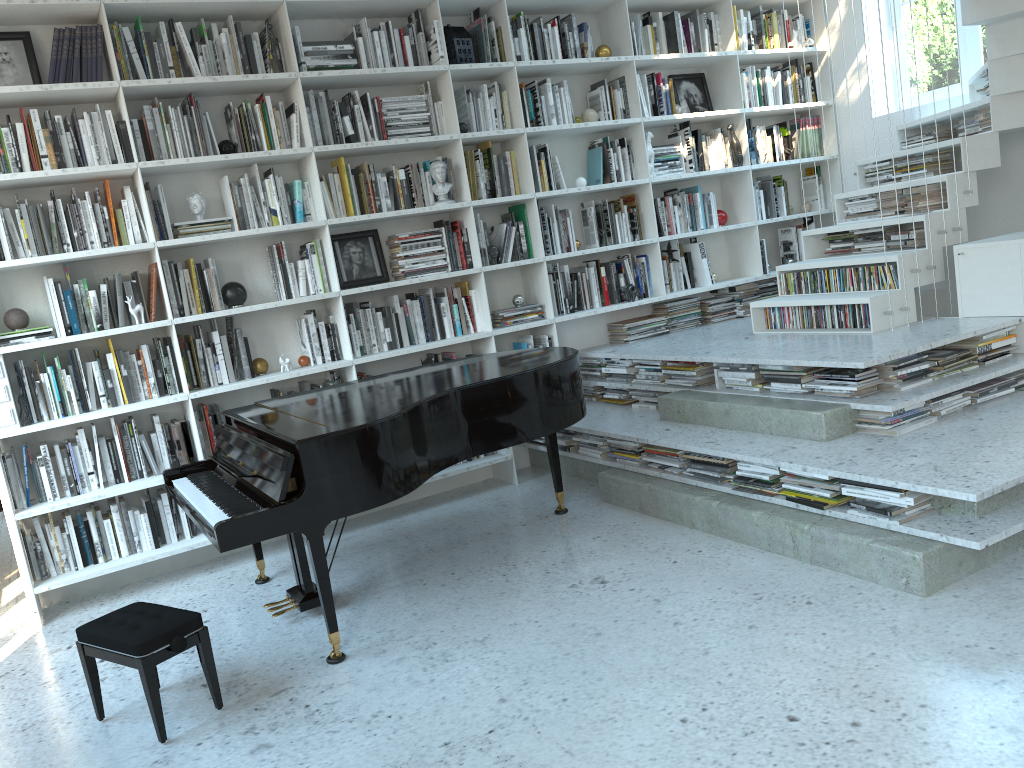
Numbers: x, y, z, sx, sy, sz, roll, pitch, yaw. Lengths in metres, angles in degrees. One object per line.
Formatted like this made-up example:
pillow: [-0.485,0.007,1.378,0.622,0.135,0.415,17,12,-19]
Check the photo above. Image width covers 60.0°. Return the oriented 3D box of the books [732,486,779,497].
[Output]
books: [1.080,0.436,3.752,0.192,0.005,0.224,-14,10,-31]

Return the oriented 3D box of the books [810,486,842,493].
books: [1.230,0.383,3.487,0.149,0.004,0.290,-13,9,-23]

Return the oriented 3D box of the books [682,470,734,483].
books: [0.933,0.400,4.018,0.189,0.009,0.290,-13,9,-24]

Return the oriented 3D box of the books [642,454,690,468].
books: [0.788,0.356,4.289,0.181,0.013,0.287,-13,9,-26]

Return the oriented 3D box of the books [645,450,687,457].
books: [0.782,0.313,4.283,0.165,0.014,0.235,-14,10,-32]

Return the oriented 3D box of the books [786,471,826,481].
books: [1.211,0.338,3.473,0.178,0.010,0.195,-13,9,-22]

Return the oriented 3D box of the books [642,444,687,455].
books: [0.777,0.301,4.279,0.179,0.012,0.249,-14,9,-30]

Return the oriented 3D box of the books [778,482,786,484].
books: [1.097,0.381,3.757,0.145,0.010,0.266,-14,9,-28]

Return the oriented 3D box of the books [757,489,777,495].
books: [1.096,0.425,3.760,0.147,0.008,0.236,-13,9,-22]

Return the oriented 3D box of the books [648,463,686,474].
books: [0.796,0.393,4.296,0.160,0.008,0.254,-13,9,-22]

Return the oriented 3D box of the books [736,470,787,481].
books: [1.077,0.365,3.745,0.180,0.017,0.182,-14,9,-30]

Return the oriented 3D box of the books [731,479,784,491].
books: [1.085,0.405,3.753,0.180,0.008,0.267,-14,9,-28]

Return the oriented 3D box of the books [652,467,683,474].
books: [0.811,0.398,4.304,0.147,0.008,0.236,-14,9,-28]

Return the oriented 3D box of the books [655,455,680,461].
books: [0.805,0.339,4.297,0.140,0.013,0.180,-13,9,-26]

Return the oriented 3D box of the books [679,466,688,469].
books: [0.814,0.375,4.304,0.132,0.009,0.269,-13,9,-26]

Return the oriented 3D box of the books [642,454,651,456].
books: [0.661,0.337,4.572,0.123,0.008,0.294,-13,9,-24]

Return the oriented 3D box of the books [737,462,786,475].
books: [1.086,0.340,3.749,0.141,0.028,0.222,-14,10,-32]

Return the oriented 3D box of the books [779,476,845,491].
books: [1.218,0.371,3.479,0.168,0.013,0.281,-14,10,-32]

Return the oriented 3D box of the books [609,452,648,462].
books: [0.649,0.362,4.567,0.159,0.012,0.292,-14,9,-30]

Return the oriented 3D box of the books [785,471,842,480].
books: [1.231,0.342,3.484,0.132,0.008,0.284,-14,10,-31]

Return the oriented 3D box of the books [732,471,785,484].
books: [1.081,0.376,3.748,0.171,0.007,0.260,-13,9,-24]

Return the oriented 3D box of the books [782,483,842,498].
books: [1.220,0.395,3.482,0.191,0.015,0.246,-13,9,-26]

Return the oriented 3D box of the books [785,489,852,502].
books: [1.235,0.416,3.492,0.170,0.006,0.268,-14,9,-27]

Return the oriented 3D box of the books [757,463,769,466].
books: [1.079,0.308,3.742,0.156,0.014,0.215,-13,9,-25]

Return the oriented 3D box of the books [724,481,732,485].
books: [0.953,0.412,4.030,0.142,0.012,0.291,-13,9,-23]

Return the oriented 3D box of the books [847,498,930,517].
books: [1.364,0.428,3.216,0.187,0.017,0.205,-13,9,-22]

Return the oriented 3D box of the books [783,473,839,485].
books: [1.222,0.352,3.480,0.175,0.006,0.251,-14,9,-27]

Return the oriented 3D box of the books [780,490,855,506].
books: [1.223,0.425,3.486,0.191,0.006,0.275,-13,9,-25]

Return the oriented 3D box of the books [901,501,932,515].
books: [1.398,0.436,3.235,0.132,0.014,0.205,-14,9,-27]

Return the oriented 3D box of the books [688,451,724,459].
books: [0.934,0.299,4.012,0.160,0.008,0.239,-13,9,-26]

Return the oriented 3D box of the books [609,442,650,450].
books: [0.628,0.299,4.551,0.182,0.016,0.198,-13,9,-22]

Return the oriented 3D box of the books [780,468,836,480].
books: [1.209,0.326,3.471,0.182,0.016,0.256,-13,9,-24]

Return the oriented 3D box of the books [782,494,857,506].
books: [1.229,0.431,3.490,0.178,0.009,0.276,-14,9,-29]

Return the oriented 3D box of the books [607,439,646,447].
books: [0.632,0.282,4.553,0.171,0.015,0.252,-14,9,-30]

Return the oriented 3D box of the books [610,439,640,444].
books: [0.633,0.269,4.552,0.174,0.011,0.227,-14,9,-28]

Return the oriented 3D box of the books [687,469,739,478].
books: [0.947,0.388,4.025,0.147,0.008,0.290,-14,10,-31]

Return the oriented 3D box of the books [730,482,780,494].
books: [1.092,0.420,3.757,0.171,0.005,0.297,-14,9,-28]

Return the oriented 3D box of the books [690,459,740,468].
books: [0.943,0.339,4.019,0.142,0.017,0.239,-14,10,-31]

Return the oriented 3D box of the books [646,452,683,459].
books: [0.790,0.322,4.288,0.169,0.009,0.241,-14,9,-27]

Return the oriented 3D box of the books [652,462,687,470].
books: [0.814,0.382,4.305,0.128,0.005,0.295,-13,9,-25]

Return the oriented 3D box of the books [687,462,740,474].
books: [0.937,0.362,4.017,0.160,0.025,0.244,-14,10,-32]

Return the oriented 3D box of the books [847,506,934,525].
books: [1.374,0.458,3.223,0.184,0.017,0.230,-13,9,-25]

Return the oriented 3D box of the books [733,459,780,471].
books: [1.081,0.321,3.745,0.139,0.013,0.288,-13,9,-22]

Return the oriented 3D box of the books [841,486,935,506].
books: [1.368,0.386,3.215,0.156,0.027,0.287,-14,10,-32]

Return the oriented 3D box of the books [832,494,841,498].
books: [1.240,0.405,3.494,0.154,0.014,0.196,-14,9,-27]

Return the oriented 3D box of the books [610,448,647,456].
books: [0.644,0.331,4.562,0.159,0.011,0.246,-14,10,-31]

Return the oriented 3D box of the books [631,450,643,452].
books: [0.653,0.316,4.566,0.140,0.013,0.180,-13,9,-24]

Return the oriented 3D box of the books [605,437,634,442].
books: [0.618,0.264,4.544,0.192,0.005,0.224,-14,10,-31]

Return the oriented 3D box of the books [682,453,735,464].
books: [0.928,0.318,4.010,0.170,0.014,0.280,-14,9,-30]

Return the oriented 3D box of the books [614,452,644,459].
books: [0.652,0.349,4.568,0.164,0.012,0.205,-14,9,-27]

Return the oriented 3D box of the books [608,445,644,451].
books: [0.636,0.310,4.556,0.169,0.009,0.241,-14,10,-31]

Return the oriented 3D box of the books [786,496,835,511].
books: [1.222,0.445,3.487,0.191,0.016,0.208,-13,9,-22]

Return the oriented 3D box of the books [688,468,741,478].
books: [0.938,0.380,4.019,0.177,0.011,0.220,-13,9,-25]

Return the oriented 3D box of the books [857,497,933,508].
books: [1.388,0.404,3.227,0.137,0.019,0.224,-13,9,-26]

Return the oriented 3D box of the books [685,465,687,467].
books: [0.806,0.366,4.299,0.130,0.014,0.249,-14,10,-32]

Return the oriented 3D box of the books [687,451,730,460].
books: [0.938,0.305,4.014,0.156,0.007,0.268,-14,9,-27]

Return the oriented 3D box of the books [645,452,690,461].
books: [0.796,0.330,4.291,0.155,0.009,0.297,-13,9,-26]

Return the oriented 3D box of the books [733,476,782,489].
books: [1.079,0.397,3.749,0.189,0.013,0.215,-14,9,-29]

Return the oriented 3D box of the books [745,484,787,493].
books: [1.092,0.412,3.757,0.158,0.009,0.275,-13,9,-24]
